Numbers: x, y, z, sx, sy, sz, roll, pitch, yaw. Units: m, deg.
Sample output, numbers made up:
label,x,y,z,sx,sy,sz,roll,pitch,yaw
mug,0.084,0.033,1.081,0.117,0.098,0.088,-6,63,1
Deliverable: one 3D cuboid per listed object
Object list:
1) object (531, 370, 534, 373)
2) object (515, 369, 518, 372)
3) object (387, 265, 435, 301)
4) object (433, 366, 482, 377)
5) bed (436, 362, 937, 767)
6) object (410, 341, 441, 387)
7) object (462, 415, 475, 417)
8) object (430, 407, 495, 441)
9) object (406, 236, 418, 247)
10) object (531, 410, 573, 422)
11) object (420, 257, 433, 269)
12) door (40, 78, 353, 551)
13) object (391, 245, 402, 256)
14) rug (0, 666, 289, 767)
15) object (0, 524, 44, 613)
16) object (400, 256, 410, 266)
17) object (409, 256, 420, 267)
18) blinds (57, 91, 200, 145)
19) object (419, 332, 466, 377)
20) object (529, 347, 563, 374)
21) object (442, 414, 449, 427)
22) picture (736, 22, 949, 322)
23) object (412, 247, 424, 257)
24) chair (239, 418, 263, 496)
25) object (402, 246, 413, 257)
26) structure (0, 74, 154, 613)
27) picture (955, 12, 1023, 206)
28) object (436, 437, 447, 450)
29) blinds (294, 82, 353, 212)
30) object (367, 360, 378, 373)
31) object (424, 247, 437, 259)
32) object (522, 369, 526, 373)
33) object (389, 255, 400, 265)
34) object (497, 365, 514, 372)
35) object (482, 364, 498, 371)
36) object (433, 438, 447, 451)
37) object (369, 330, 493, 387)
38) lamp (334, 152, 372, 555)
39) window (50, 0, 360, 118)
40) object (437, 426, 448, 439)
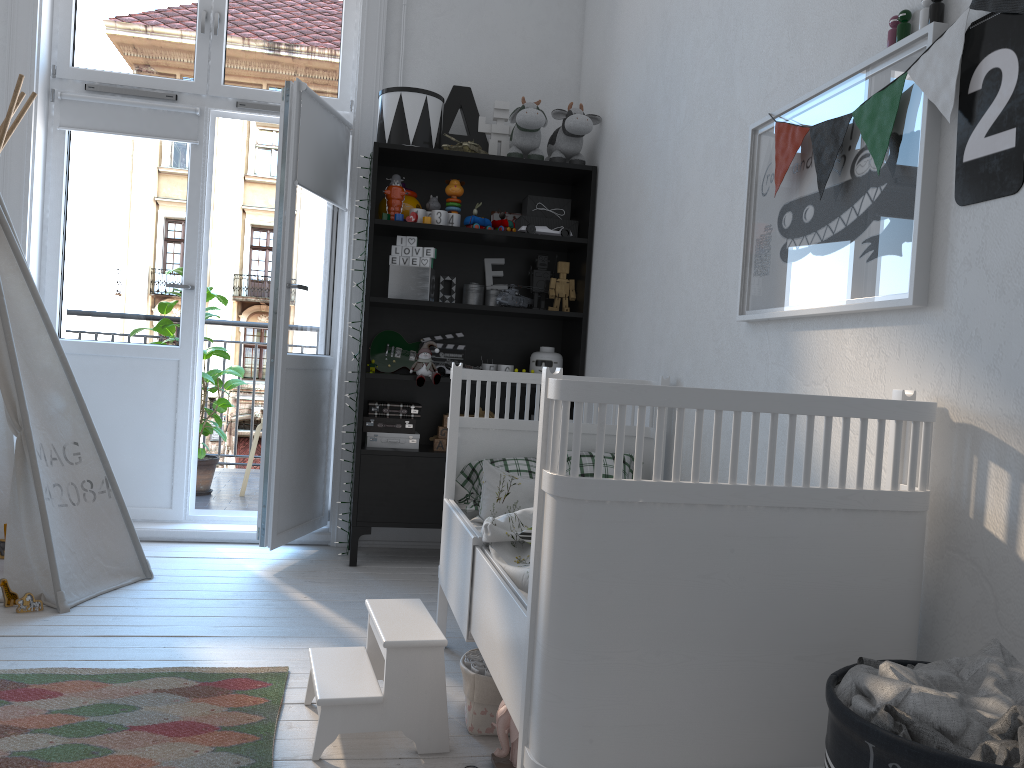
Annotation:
label,x,y,z,sx,sy,sz,roll,pitch,yaw
object,0.084,-0.033,3.707,0.042,0.054,0.031,5,2,34
object,0.017,-0.036,3.670,0.031,0.054,0.042,5,2,39
object,-0.410,-0.407,3.630,0.170,0.138,0.124,4,1,4
object,-0.211,-0.047,3.688,0.230,0.048,0.098,4,1,14
bed,0.238,0.390,2.065,0.670,0.833,1.403,3,1,-11
object,-0.340,-0.080,3.542,0.110,0.186,0.129,3,1,-24
object,-0.183,0.158,3.698,0.050,0.050,0.050,4,1,9
object,-0.177,0.190,3.822,0.337,0.186,0.111,4,1,4
object,-0.404,-0.574,3.589,0.040,0.040,0.040,4,1,-1
object,0.167,0.203,3.801,0.132,0.199,0.267,3,1,-11
object,-0.345,-0.490,3.587,0.040,0.040,0.040,4,1,19
door,-1.341,-0.301,3.622,1.264,1.839,0.636,3,1,-9
object,-0.466,-0.538,3.594,0.040,0.040,0.040,4,1,-1
rug,-1.032,0.735,1.207,1.320,0.016,2.028,3,1,-11
object,-1.610,0.531,2.970,0.385,0.284,0.856,3,1,-19
object,-0.435,-0.496,3.601,0.040,0.040,0.040,3,1,-6
object,-0.391,-0.493,3.590,0.040,0.040,0.040,4,1,4
blinds,-1.624,-1.128,3.767,0.565,0.158,0.032,3,2,-11
object,-0.300,-0.130,3.819,0.201,0.199,0.048,3,2,-11
object,0.147,-0.078,3.800,0.139,0.162,0.139,3,2,-36
object,-0.260,0.154,3.681,0.050,0.050,0.050,3,1,-11
picture,0.662,-0.392,1.890,0.030,0.493,0.703,3,1,-11
object,-0.375,-0.532,3.588,0.040,0.040,0.040,4,1,19
chair,-1.200,0.276,4.971,0.436,0.715,0.498,5,2,34
object,-0.421,-0.535,3.591,0.040,0.040,0.040,4,1,9
structure,-1.816,-0.209,2.991,1.143,1.750,1.143,3,2,-35
picture,0.767,-0.444,1.417,0.010,0.301,0.151,3,1,-12
object,-0.294,0.250,3.721,0.050,0.050,0.050,3,1,-11
blinds,-0.764,-0.955,3.654,0.032,0.390,0.565,4,1,9
object,-0.584,-0.075,3.715,0.042,0.054,0.031,4,1,-1
object,-0.331,-0.529,3.585,0.040,0.040,0.040,4,1,14
object,0.049,-0.035,3.731,0.042,0.054,0.031,3,1,-11
object,-0.474,-0.498,3.596,0.040,0.040,0.040,4,1,4
object,-0.028,-0.046,3.715,0.067,0.067,0.067,4,1,3
object,-0.095,-0.051,3.750,0.067,0.067,0.067,4,1,3
object,-0.298,0.251,3.665,0.050,0.050,0.050,3,1,-11
object,-0.347,-0.101,3.838,0.542,0.239,0.093,3,1,-11
lamp,-0.216,-0.098,3.803,0.985,1.684,0.095,3,2,-14
window,-1.301,-1.555,3.834,1.263,0.660,0.101,3,2,-11
object,-0.282,0.202,3.686,0.050,0.050,0.050,3,1,-11
